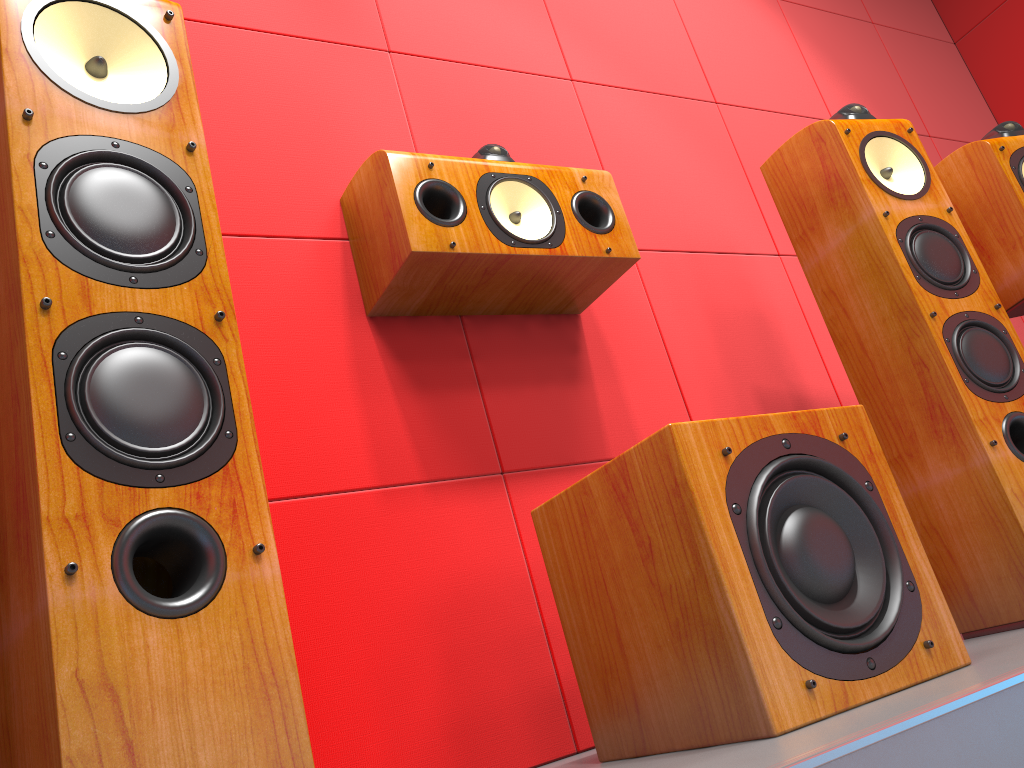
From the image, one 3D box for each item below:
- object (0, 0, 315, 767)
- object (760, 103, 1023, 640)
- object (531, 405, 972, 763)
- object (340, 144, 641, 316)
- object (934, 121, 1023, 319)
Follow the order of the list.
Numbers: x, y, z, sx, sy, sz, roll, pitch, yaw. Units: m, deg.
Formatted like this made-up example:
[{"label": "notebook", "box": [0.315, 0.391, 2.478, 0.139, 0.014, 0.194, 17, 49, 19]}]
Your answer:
[{"label": "object", "box": [-0.428, -0.004, 0.940, 0.203, 1.052, 0.238, 2, -26, -41]}, {"label": "object", "box": [0.808, -0.069, 1.724, 0.203, 1.052, 0.238, -8, -21, -22]}, {"label": "object", "box": [0.307, 0.271, 1.221, 0.360, 0.360, 0.360, -3, -23, -32]}, {"label": "object", "box": [-0.043, -0.309, 1.736, 0.493, 0.271, 0.235, -3, -23, -32]}, {"label": "object", "box": [1.285, -0.109, 1.995, 0.231, 1.058, 0.265, -11, -20, -13]}]
